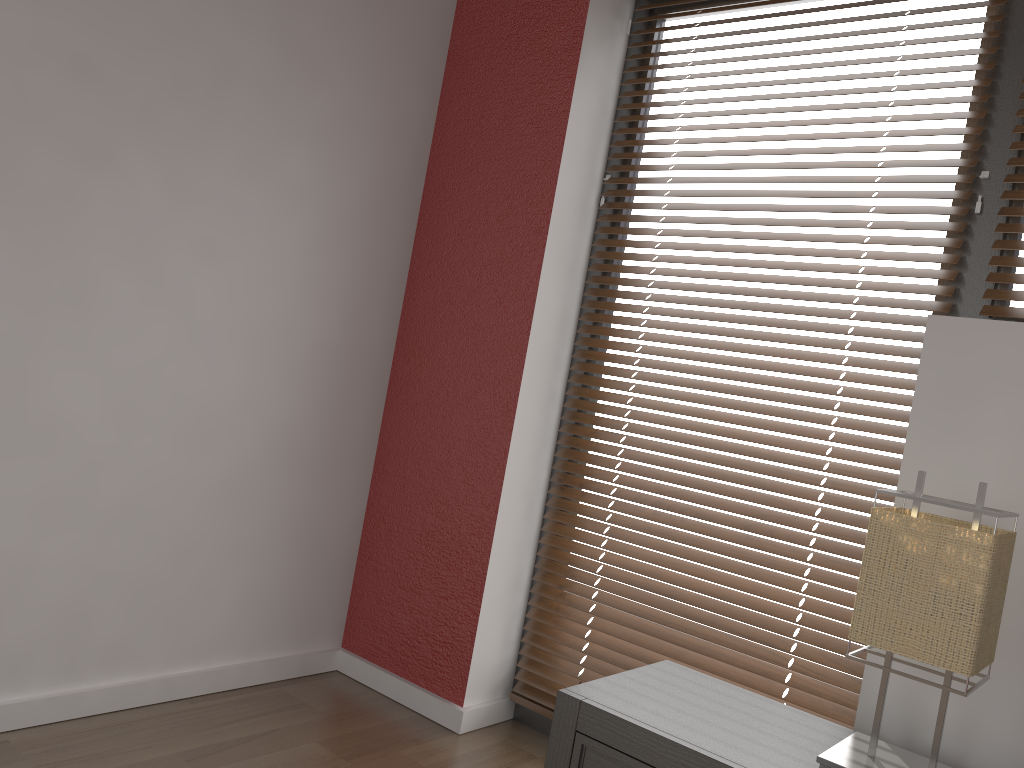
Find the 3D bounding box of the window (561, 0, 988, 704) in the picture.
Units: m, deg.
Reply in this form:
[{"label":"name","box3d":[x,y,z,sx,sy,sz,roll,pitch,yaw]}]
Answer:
[{"label":"window","box3d":[0.592,-0.067,2.243,0.889,1.893,0.020,10,0,39]}]

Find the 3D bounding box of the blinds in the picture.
[{"label":"blinds","box3d":[2.043,0.231,0.974,4.840,1.952,0.032,10,0,39]}]

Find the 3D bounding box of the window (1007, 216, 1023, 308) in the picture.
[{"label":"window","box3d":[2.190,-0.331,1.025,2.817,0.786,0.020,10,0,39]}]

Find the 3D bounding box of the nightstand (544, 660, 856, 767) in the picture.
[{"label":"nightstand","box3d":[0.430,0.812,1.480,0.700,0.423,0.413,10,0,39]}]

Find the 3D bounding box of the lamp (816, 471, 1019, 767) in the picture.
[{"label":"lamp","box3d":[0.659,0.384,1.412,0.200,0.480,0.200,10,0,39]}]
